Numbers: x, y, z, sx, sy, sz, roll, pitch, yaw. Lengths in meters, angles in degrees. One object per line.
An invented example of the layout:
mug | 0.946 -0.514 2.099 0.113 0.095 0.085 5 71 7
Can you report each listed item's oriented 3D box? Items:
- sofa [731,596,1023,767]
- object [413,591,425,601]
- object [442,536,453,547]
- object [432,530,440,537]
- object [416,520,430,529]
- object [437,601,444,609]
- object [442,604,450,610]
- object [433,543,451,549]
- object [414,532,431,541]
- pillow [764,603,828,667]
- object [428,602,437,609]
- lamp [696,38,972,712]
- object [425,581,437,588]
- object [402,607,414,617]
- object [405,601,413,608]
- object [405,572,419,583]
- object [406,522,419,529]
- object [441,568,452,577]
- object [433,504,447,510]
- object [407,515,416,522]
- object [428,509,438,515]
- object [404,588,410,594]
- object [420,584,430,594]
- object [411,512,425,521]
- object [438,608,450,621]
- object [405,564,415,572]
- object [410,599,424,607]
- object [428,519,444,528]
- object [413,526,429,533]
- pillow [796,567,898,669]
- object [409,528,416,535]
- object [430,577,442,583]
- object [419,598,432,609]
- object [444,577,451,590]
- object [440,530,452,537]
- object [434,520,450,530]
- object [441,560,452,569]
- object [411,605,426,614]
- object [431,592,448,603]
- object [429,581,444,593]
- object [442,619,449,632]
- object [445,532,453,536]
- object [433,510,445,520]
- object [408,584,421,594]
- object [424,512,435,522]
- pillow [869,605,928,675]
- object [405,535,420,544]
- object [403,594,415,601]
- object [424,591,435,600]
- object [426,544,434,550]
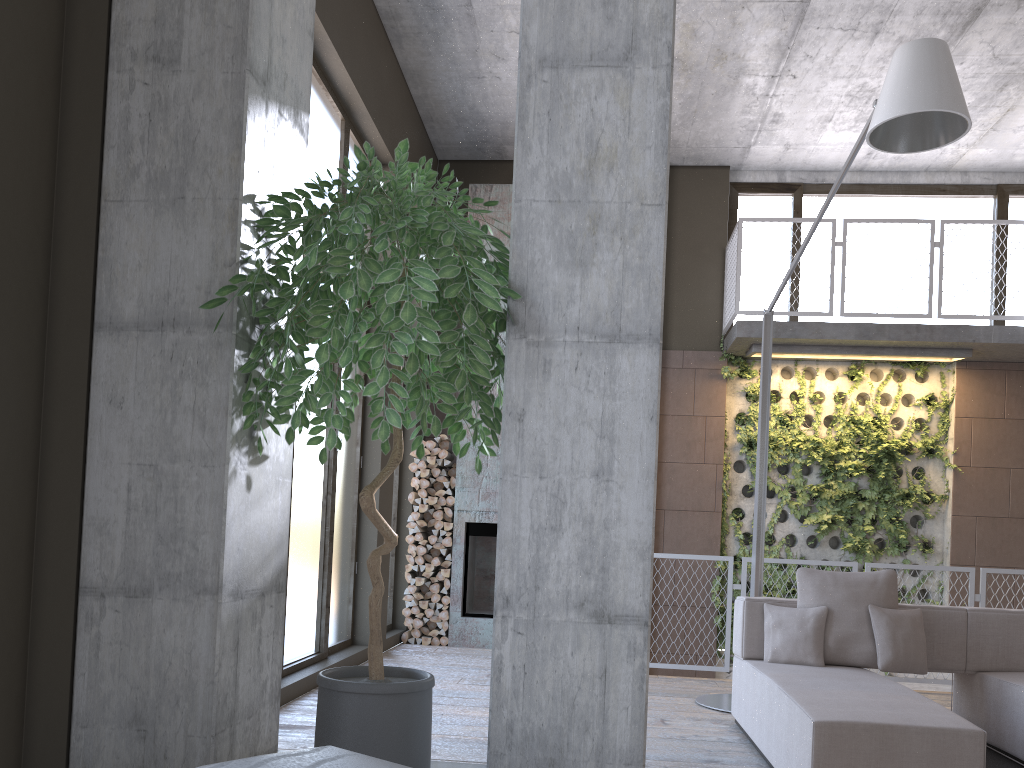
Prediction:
sofa | 2.702 1.459 3.779 2.995 0.777 3.056 2 -9 6
object | -0.896 2.120 8.793 0.114 0.078 0.441 2 -10 6
object | -0.620 1.555 8.654 0.101 0.101 0.297 2 -9 5
object | -0.729 1.493 8.774 0.067 0.066 0.429 2 -10 6
object | -0.865 1.410 8.811 0.114 0.078 0.441 2 -10 6
object | -0.680 2.203 8.749 0.067 0.066 0.429 2 -10 6
object | -0.641 2.191 8.637 0.063 0.047 0.254 2 -10 5
object | -0.696 1.615 8.751 0.122 0.067 0.369 2 -10 7
object | -0.888 1.534 8.804 0.091 0.088 0.462 2 -10 6
pillow | 1.579 1.422 4.923 0.369 0.373 0.152 -2 -5 38
object | -0.761 2.203 8.756 0.067 0.066 0.429 2 -10 6
lamp | 1.837 0.349 5.130 0.757 3.393 2.654 3 -5 -7
object | -0.804 1.985 8.755 0.064 0.073 0.364 2 -10 7
object | -1.008 2.270 8.790 0.091 0.091 0.443 2 -10 6
object | -0.986 2.201 8.773 0.066 0.084 0.431 2 -10 8
object | -1.008 1.942 8.820 0.070 0.116 0.369 2 -9 5
object | -0.966 1.416 8.782 0.122 0.067 0.369 2 -10 5
object | -0.621 1.877 8.751 0.093 0.082 0.486 2 -10 6
object | -0.712 1.233 8.741 0.089 0.056 0.337 2 -10 6
object | -0.971 1.353 8.812 0.067 0.070 0.429 2 -10 7
object | -0.772 1.275 8.772 0.064 0.073 0.364 2 -10 7
object | -1.002 2.063 8.794 0.067 0.070 0.429 2 -10 7
object | -0.846 2.060 8.835 0.104 0.101 0.296 2 -9 6
object | -0.913 1.330 8.777 0.090 0.088 0.462 2 -10 7
object | -0.652 2.265 8.636 0.101 0.101 0.297 2 -9 5
object | -0.991 1.840 8.810 0.079 0.106 0.443 2 -9 5
object | -0.932 2.156 8.685 0.071 0.072 0.429 2 -10 6
object | -0.762 1.403 8.812 0.101 0.085 0.368 2 -9 6
object | -0.900 1.445 8.702 0.071 0.072 0.429 2 -10 6
pillow | 1.881 1.309 4.930 0.563 0.553 0.223 2 -3 8
object | -0.954 1.491 8.791 0.066 0.084 0.431 2 -10 8
object | -0.744 1.944 8.724 0.089 0.056 0.337 2 -10 6
object | -0.836 2.190 8.762 0.093 0.082 0.486 2 -10 6
object | -0.610 1.983 8.712 0.064 0.123 0.369 2 -9 7
object | -0.648 1.493 8.766 0.067 0.066 0.429 2 -10 6
object | -0.688 1.415 8.778 0.092 0.092 0.443 2 -10 6
object | -0.623 1.802 8.777 0.115 0.078 0.441 2 -10 5
object | -0.920 2.245 8.787 0.091 0.088 0.462 2 -10 6
object | -0.719 2.126 8.761 0.092 0.092 0.443 2 -10 6
object | -0.745 2.013 8.691 0.098 0.105 0.298 2 -9 5
object | -0.627 2.381 8.702 0.064 0.123 0.369 2 -9 7
object | -0.609 1.480 8.654 0.063 0.047 0.254 2 -10 5
object | -0.713 1.303 8.709 0.098 0.105 0.298 2 -9 5
object | -0.945 2.040 8.760 0.090 0.088 0.462 2 -10 7
object | -0.814 1.349 8.853 0.104 0.101 0.296 2 -9 6
pillow | 2.124 1.400 4.799 0.378 0.369 0.170 5 -4 -21
object | -0.976 1.560 8.808 0.091 0.091 0.443 2 -10 6
object | -0.998 2.126 8.765 0.122 0.067 0.369 2 -10 5
object | -0.794 2.113 8.795 0.101 0.085 0.368 2 -9 6
object | -0.797 1.626 8.764 0.064 0.073 0.364 2 -10 4
